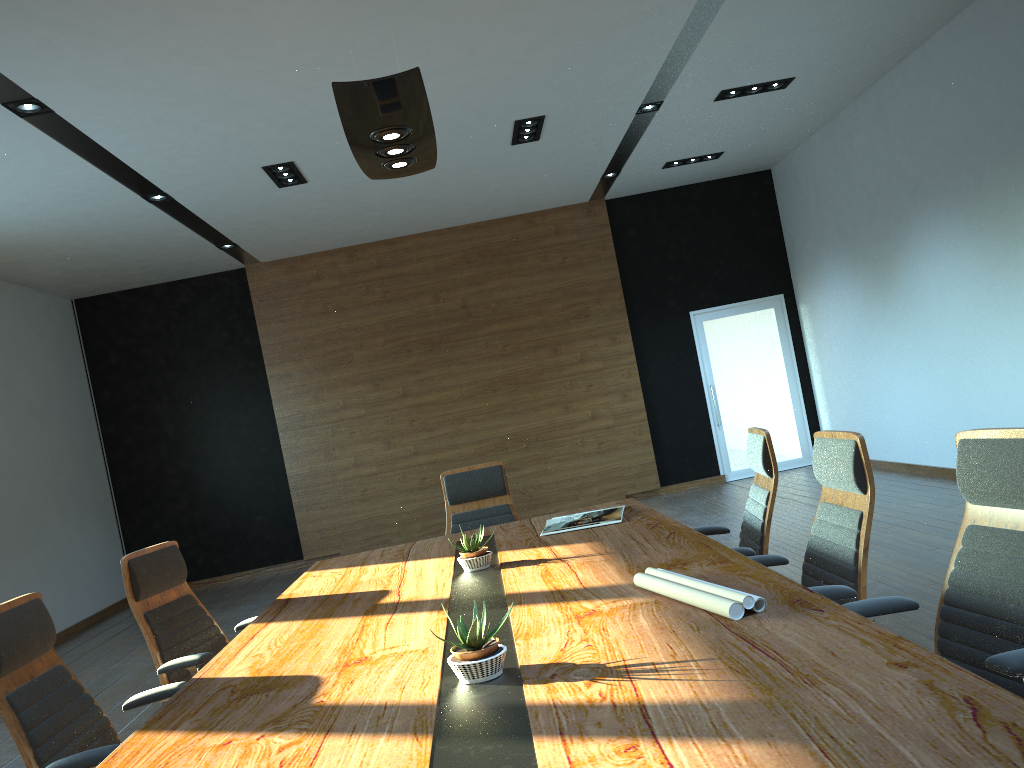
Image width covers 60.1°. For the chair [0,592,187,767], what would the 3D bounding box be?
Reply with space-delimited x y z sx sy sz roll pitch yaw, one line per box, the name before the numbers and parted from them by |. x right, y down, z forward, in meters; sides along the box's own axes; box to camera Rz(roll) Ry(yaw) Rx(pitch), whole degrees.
chair | -1.201 1.190 2.860 0.696 1.128 0.706 -11 0 -3

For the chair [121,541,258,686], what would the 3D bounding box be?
chair | -1.211 1.220 3.898 0.697 1.128 0.705 -11 0 12

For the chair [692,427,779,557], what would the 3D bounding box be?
chair | 0.892 0.809 3.958 0.696 1.128 0.705 -11 0 4

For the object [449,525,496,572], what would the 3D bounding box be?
object | -0.163 0.674 3.666 0.177 0.188 0.153 -11 0 -28

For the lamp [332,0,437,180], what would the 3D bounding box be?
lamp | -0.584 -1.522 3.556 0.340 1.200 1.197 -11 0 -3

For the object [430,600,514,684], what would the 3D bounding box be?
object | -0.093 0.619 2.148 0.154 0.188 0.177 -11 0 37

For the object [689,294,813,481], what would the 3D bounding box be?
object | 2.990 0.057 11.092 1.197 2.161 0.200 -11 1 -2

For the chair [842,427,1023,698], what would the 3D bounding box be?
chair | 1.084 0.725 2.232 0.695 1.128 0.707 -11 0 -11

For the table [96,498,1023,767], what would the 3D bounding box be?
table | -0.002 1.099 2.166 1.784 0.797 5.544 -11 -1 -3

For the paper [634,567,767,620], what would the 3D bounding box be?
paper | 0.004 0.639 1.755 0.631 0.083 2.232 -12 -2 38

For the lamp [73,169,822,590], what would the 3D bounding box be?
lamp | -0.914 -0.048 8.315 9.387 3.710 16.690 -11 -1 -3

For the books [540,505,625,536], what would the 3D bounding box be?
books | 0.360 0.663 4.411 0.389 0.033 0.544 -11 -2 9

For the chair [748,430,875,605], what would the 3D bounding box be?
chair | 0.935 0.777 3.091 0.696 1.128 0.706 -11 0 -2

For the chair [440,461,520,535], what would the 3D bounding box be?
chair | -0.135 1.040 5.052 0.706 1.128 0.696 -11 0 0
